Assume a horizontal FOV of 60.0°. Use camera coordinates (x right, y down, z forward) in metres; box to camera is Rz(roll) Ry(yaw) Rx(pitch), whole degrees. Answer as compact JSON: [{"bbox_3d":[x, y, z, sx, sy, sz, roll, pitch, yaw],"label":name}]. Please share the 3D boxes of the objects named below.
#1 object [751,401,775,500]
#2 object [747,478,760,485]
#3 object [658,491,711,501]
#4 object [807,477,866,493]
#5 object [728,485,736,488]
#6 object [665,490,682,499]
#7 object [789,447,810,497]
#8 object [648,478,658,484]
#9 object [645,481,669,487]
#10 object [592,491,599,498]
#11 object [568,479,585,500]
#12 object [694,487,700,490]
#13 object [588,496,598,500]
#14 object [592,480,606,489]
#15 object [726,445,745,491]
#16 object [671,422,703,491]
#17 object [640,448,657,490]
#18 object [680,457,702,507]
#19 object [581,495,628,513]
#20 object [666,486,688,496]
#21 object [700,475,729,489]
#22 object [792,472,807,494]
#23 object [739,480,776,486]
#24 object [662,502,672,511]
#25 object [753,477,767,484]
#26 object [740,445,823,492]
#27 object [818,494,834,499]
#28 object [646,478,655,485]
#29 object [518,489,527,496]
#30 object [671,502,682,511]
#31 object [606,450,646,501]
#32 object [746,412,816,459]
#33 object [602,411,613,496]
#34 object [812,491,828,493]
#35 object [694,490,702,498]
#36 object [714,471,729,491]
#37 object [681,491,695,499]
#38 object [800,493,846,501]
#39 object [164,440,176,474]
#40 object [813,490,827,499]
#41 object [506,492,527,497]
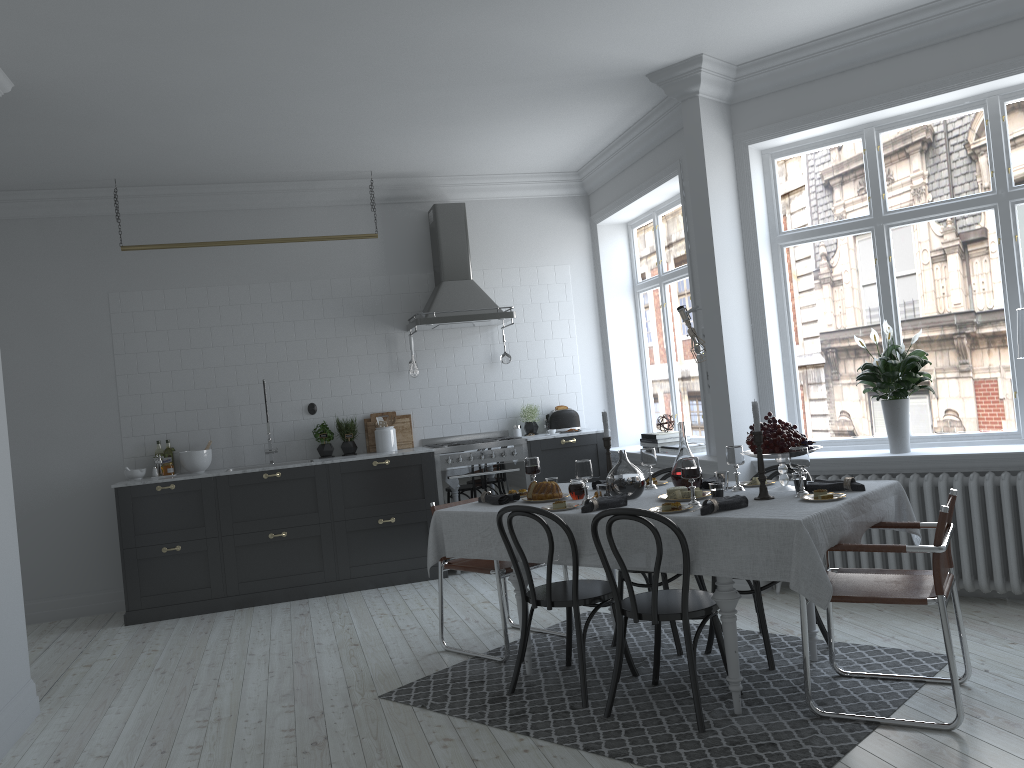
[{"bbox_3d":[1.090,0.291,3.906,0.089,0.432,0.089,-6,-1,8],"label":"object"},{"bbox_3d":[1.197,0.484,4.394,0.039,0.040,0.078,-5,-1,-40],"label":"object"},{"bbox_3d":[0.816,0.531,4.171,0.251,0.018,0.251,-5,-1,-15],"label":"object"},{"bbox_3d":[1.447,0.445,3.957,0.247,0.061,0.165,-6,-1,25],"label":"object"},{"bbox_3d":[1.093,0.508,4.404,0.031,0.012,0.131,-6,-1,28],"label":"object"},{"bbox_3d":[0.748,0.513,4.110,0.039,0.040,0.078,-5,-1,-40],"label":"object"},{"bbox_3d":[1.259,0.385,3.868,0.083,0.215,0.083,-6,-1,-10],"label":"object"},{"bbox_3d":[0.768,0.531,4.859,0.036,0.039,0.051,-5,-1,-38],"label":"object"},{"bbox_3d":[0.761,0.545,4.825,0.182,0.013,0.182,-5,-1,-15],"label":"object"},{"bbox_3d":[0.411,0.563,4.450,0.031,0.031,0.167,-6,-1,20],"label":"object"},{"bbox_3d":[0.334,0.539,4.542,0.091,0.101,0.091,-6,-1,30],"label":"object"},{"bbox_3d":[0.857,0.513,4.215,0.039,0.040,0.077,-5,-1,-35],"label":"object"},{"bbox_3d":[0.418,0.576,4.469,0.075,0.009,0.150,-6,-1,20],"label":"object"},{"bbox_3d":[0.544,0.545,4.932,0.165,0.061,0.247,-6,-1,25],"label":"object"},{"bbox_3d":[1.079,0.407,4.269,0.083,0.215,0.083,-5,-1,-19],"label":"object"},{"bbox_3d":[0.853,0.362,4.373,0.152,0.352,0.152,-6,-1,36],"label":"object"},{"bbox_3d":[0.726,0.447,4.675,0.083,0.215,0.083,-6,-1,-10],"label":"object"},{"bbox_3d":[0.790,0.432,3.898,0.083,0.215,0.083,-6,-1,-10],"label":"object"},{"bbox_3d":[0.431,0.547,4.081,0.165,0.061,0.247,-6,-1,25],"label":"object"},{"bbox_3d":[0.780,0.515,4.187,0.100,0.056,0.056,-6,-1,2],"label":"object"},{"bbox_3d":[1.000,0.495,4.524,0.165,0.061,0.247,-6,-1,25],"label":"object"},{"bbox_3d":[1.283,0.442,3.945,0.066,0.094,0.066,-5,-1,-26],"label":"object"},{"bbox_3d":[1.216,0.495,4.404,0.182,0.013,0.182,-5,-1,-15],"label":"object"},{"bbox_3d":[0.671,0.530,3.824,0.057,0.037,0.021,-5,-1,-34],"label":"object"},{"bbox_3d":[1.226,0.482,4.425,0.040,0.039,0.077,-5,-1,-45],"label":"object"},{"bbox_3d":[1.260,0.399,4.125,0.367,0.188,0.367,-6,-1,27],"label":"object"},{"bbox_3d":[1.314,0.474,3.720,0.057,0.021,0.037,-5,-1,-15],"label":"object"},{"bbox_3d":[0.749,0.531,4.793,0.038,0.041,0.057,-6,-1,27],"label":"object"},{"bbox_3d":[0.059,0.602,4.912,0.036,0.039,0.051,-6,-1,25],"label":"object"},{"bbox_3d":[0.704,0.526,3.801,0.036,0.039,0.051,-6,-1,25],"label":"object"},{"bbox_3d":[0.551,0.444,4.332,0.194,0.245,0.194,-5,-1,-31],"label":"object"},{"bbox_3d":[1.246,0.235,4.116,0.318,0.215,0.347,-6,-1,38],"label":"object"},{"bbox_3d":[0.497,0.357,4.576,0.089,0.432,0.089,-6,-1,8],"label":"object"},{"bbox_3d":[1.375,0.474,3.869,0.131,0.012,0.031,-6,-1,38],"label":"object"},{"bbox_3d":[0.848,0.516,4.155,0.040,0.039,0.077,-5,-1,-45],"label":"object"},{"bbox_3d":[1.021,0.472,4.301,0.066,0.094,0.066,-6,-1,-3],"label":"object"},{"bbox_3d":[0.811,0.518,4.110,0.077,0.040,0.040,-6,-1,5],"label":"object"},{"bbox_3d":[1.309,0.478,3.730,0.182,0.013,0.182,-6,-1,-5],"label":"object"},{"bbox_3d":[-2.741,0.587,7.123,0.089,0.282,0.082,-5,-1,-15],"label":"object"},{"bbox_3d":[1.308,0.466,3.762,0.057,0.037,0.021,-6,-1,6],"label":"object"},{"bbox_3d":[0.034,0.618,4.920,0.182,0.013,0.182,-5,-1,-15],"label":"object"}]
